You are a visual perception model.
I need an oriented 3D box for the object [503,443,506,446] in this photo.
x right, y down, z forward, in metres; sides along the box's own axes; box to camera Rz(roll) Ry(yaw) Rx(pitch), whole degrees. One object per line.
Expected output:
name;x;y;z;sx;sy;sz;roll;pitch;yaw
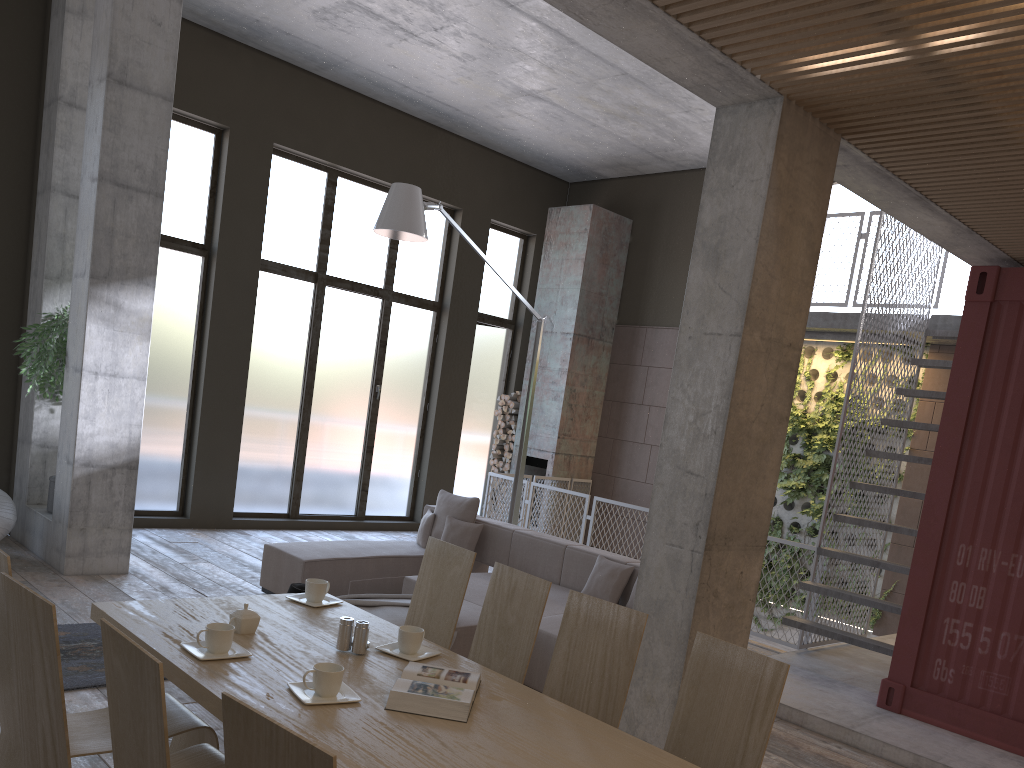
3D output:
object;0.025;0.869;12.464;0.362;0.075;0.063;10;2;-42

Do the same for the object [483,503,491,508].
object;-0.238;1.752;12.600;0.426;0.073;0.070;10;1;-43

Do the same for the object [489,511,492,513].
object;-0.170;1.836;12.678;0.458;0.090;0.089;10;1;-43

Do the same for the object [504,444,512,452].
object;0.024;0.904;12.383;0.296;0.108;0.097;9;2;-45

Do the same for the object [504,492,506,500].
object;0.039;1.592;12.393;0.366;0.127;0.063;9;3;-42

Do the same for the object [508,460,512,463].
object;0.049;1.090;12.295;0.252;0.048;0.062;10;0;-45

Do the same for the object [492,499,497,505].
object;-0.136;1.712;12.653;0.438;0.080;0.113;10;0;-43

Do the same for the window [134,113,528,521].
window;-3.336;-0.601;9.474;9.268;4.220;0.205;9;5;-45

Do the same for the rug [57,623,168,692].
rug;-2.604;1.591;5.191;2.938;0.049;1.145;10;-2;-44

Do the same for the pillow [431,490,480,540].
pillow;-0.547;1.253;7.914;0.222;0.564;0.554;3;5;-42

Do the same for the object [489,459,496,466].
object;-0.132;1.144;12.654;0.440;0.093;0.090;10;1;-43

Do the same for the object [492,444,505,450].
object;-0.083;0.917;12.565;0.458;0.090;0.089;10;1;-42

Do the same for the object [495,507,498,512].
object;-0.066;1.803;12.548;0.426;0.068;0.066;10;1;-43

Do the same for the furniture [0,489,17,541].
furniture;-4.777;1.089;6.579;1.797;0.821;1.612;8;0;-7

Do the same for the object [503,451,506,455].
object;0.047;0.995;12.502;0.365;0.087;0.099;9;1;-43

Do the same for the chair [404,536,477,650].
chair;-0.621;1.256;3.714;0.726;1.210;0.342;4;7;-40

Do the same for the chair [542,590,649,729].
chair;0.014;1.328;2.943;0.343;1.210;0.725;14;7;43

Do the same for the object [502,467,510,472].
object;0.035;1.215;12.438;0.366;0.068;0.120;10;-1;-43

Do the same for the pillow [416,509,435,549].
pillow;-0.789;1.353;8.115;0.151;0.381;0.364;7;3;-11

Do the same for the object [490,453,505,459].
object;-0.134;1.038;12.514;0.426;0.073;0.070;10;1;-43

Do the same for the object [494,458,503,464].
object;-0.066;1.122;12.592;0.458;0.090;0.089;10;1;-43

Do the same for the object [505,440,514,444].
object;0.053;0.832;12.399;0.335;0.057;0.087;10;0;-43

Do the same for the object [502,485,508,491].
object;0.066;1.483;12.418;0.483;0.084;0.092;10;1;-43

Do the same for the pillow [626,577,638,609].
pillow;1.004;1.500;6.359;0.189;0.371;0.356;4;5;-39

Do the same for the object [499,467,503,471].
object;-0.033;1.221;12.514;0.063;0.075;0.362;12;1;45

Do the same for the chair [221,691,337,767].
chair;-0.291;1.255;1.952;0.343;1.210;0.724;13;7;40

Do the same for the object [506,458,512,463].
object;0.093;1.094;12.404;0.426;0.068;0.066;10;1;-43

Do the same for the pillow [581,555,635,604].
pillow;0.716;1.502;6.627;0.187;0.363;0.364;3;5;-44

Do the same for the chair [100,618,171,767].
chair;-0.680;1.206;2.267;0.725;1.210;0.342;4;7;-44

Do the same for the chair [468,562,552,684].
chair;-0.320;1.289;3.312;0.726;1.210;0.342;5;7;-39

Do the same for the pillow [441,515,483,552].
pillow;-0.460;1.364;7.671;0.373;0.377;0.168;9;5;19

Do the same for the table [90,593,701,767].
table;0.506;1.509;1.823;1.018;0.933;5.111;6;1;-44

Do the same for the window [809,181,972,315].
window;4.239;-1.453;9.451;0.110;1.769;3.513;2;5;-44

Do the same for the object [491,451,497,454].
object;-0.128;1.001;12.612;0.366;0.068;0.120;10;-1;-45

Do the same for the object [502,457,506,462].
object;0.037;1.090;12.462;0.426;0.068;0.066;10;1;-43

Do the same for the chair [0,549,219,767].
chair;-1.395;1.120;2.960;0.725;1.210;0.342;4;7;-44

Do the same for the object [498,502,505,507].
object;-0.025;1.728;12.516;0.440;0.094;0.091;10;1;-43

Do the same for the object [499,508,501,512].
object;-0.011;1.808;12.490;0.426;0.068;0.066;10;1;-43

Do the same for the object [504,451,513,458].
object;0.079;1.014;12.431;0.440;0.094;0.091;10;1;-43

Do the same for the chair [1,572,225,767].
chair;-1.084;1.155;2.568;0.343;1.210;0.724;14;7;42

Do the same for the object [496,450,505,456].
object;-0.032;0.998;12.568;0.438;0.080;0.113;10;0;-43

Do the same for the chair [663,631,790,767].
chair;0.355;1.368;2.581;0.726;1.210;0.342;5;7;-39

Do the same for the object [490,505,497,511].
object;-0.118;1.787;12.598;0.483;0.084;0.092;10;1;-43

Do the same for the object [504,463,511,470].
object;0.033;1.164;12.310;0.294;0.104;0.099;9;1;-45
